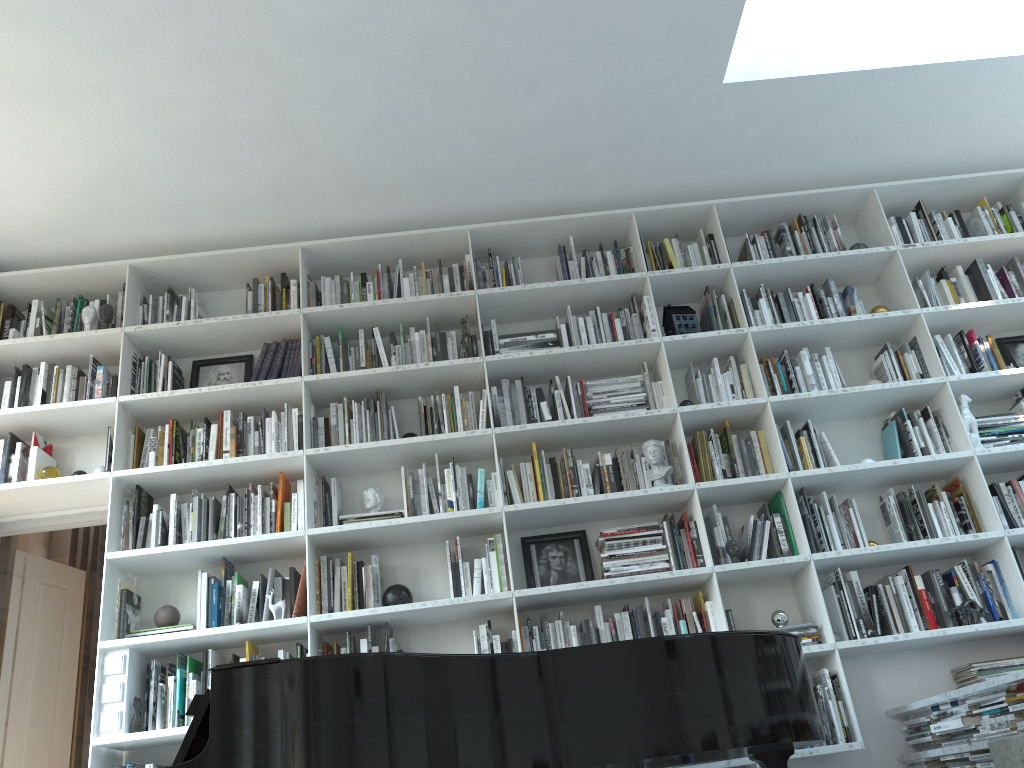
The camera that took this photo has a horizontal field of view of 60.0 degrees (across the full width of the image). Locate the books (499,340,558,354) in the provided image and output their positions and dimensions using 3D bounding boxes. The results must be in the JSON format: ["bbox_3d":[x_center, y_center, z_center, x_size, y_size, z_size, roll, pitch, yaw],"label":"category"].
[{"bbox_3d":[0.087,-0.147,4.366,0.285,0.024,0.160,-9,-26,2],"label":"books"}]

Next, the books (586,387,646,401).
[{"bbox_3d":[0.490,0.071,4.270,0.285,0.012,0.160,-6,-26,-4],"label":"books"}]

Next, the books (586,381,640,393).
[{"bbox_3d":[0.485,0.038,4.288,0.254,0.012,0.161,-6,-26,-3],"label":"books"}]

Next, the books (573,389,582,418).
[{"bbox_3d":[0.310,0.151,4.228,0.024,0.215,0.133,-6,-26,-3],"label":"books"}]

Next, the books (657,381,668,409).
[{"bbox_3d":[0.717,0.113,4.251,0.030,0.204,0.159,-6,-26,-3],"label":"books"}]

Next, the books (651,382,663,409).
[{"bbox_3d":[0.688,0.117,4.243,0.029,0.197,0.172,-6,-26,-3],"label":"books"}]

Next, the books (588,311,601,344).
[{"bbox_3d":[0.414,-0.211,4.418,0.029,0.272,0.141,-6,-26,-3],"label":"books"}]

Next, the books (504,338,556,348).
[{"bbox_3d":[0.084,-0.168,4.379,0.254,0.025,0.161,-5,-26,-7],"label":"books"}]

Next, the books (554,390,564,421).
[{"bbox_3d":[0.226,0.158,4.220,0.024,0.215,0.148,-6,-26,-3],"label":"books"}]

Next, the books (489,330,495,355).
[{"bbox_3d":[-0.092,-0.137,4.367,0.013,0.217,0.142,-6,-26,-3],"label":"books"}]

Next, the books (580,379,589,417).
[{"bbox_3d":[0.342,0.124,4.217,0.013,0.245,0.177,-6,-26,-3],"label":"books"}]

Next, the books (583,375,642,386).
[{"bbox_3d":[0.482,0.014,4.295,0.285,0.012,0.160,-7,-26,-1],"label":"books"}]

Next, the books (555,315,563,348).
[{"bbox_3d":[0.237,-0.192,4.387,0.012,0.253,0.161,-6,-26,-3],"label":"books"}]

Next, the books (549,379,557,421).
[{"bbox_3d":[0.199,0.133,4.239,0.022,0.284,0.131,-6,-26,-3],"label":"books"}]

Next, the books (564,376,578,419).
[{"bbox_3d":[0.285,0.123,4.224,0.021,0.267,0.192,-6,-26,-3],"label":"books"}]

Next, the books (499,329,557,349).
[{"bbox_3d":[0.078,-0.207,4.409,0.285,0.024,0.160,-6,-26,-3],"label":"books"}]

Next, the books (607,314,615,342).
[{"bbox_3d":[0.492,-0.208,4.397,0.010,0.229,0.153,-6,-26,-3],"label":"books"}]

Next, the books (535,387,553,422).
[{"bbox_3d":[0.158,0.154,4.215,0.066,0.235,0.154,-6,-26,-3],"label":"books"}]

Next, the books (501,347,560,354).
[{"bbox_3d":[0.088,-0.128,4.365,0.285,0.012,0.160,-5,-26,-5],"label":"books"}]

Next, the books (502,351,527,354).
[{"bbox_3d":[0.089,-0.118,4.358,0.285,0.012,0.160,-5,-26,-6],"label":"books"}]

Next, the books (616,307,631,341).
[{"bbox_3d":[0.553,-0.228,4.394,0.032,0.247,0.174,-6,-26,-3],"label":"books"}]

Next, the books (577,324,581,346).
[{"bbox_3d":[0.332,-0.175,4.391,0.011,0.203,0.134,-6,-26,-3],"label":"books"}]

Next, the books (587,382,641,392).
[{"bbox_3d":[0.487,0.047,4.279,0.254,0.012,0.161,-7,-26,-1],"label":"books"}]

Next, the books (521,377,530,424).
[{"bbox_3d":[0.066,0.138,4.229,0.011,0.298,0.180,-6,-26,-3],"label":"books"}]

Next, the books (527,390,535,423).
[{"bbox_3d":[0.093,0.167,4.219,0.014,0.232,0.148,-6,-26,-3],"label":"books"}]

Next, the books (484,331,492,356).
[{"bbox_3d":[-0.111,-0.133,4.350,0.027,0.200,0.168,-6,-26,-3],"label":"books"}]

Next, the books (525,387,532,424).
[{"bbox_3d":[0.079,0.160,4.222,0.011,0.250,0.153,-6,-26,-3],"label":"books"}]

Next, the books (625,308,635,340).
[{"bbox_3d":[0.582,-0.230,4.413,0.029,0.260,0.133,-6,-26,-3],"label":"books"}]

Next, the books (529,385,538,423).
[{"bbox_3d":[0.105,0.156,4.220,0.014,0.249,0.173,-6,-26,-3],"label":"books"}]

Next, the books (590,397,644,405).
[{"bbox_3d":[0.496,0.114,4.249,0.254,0.012,0.161,-7,-26,-2],"label":"books"}]

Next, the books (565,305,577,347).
[{"bbox_3d":[0.295,-0.219,4.381,0.011,0.282,0.191,-6,-26,-3],"label":"books"}]

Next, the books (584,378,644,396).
[{"bbox_3d":[0.484,0.022,4.283,0.285,0.012,0.160,-4,-26,-7],"label":"books"}]

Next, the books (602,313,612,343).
[{"bbox_3d":[0.465,-0.208,4.383,0.023,0.222,0.191,-6,-26,-3],"label":"books"}]

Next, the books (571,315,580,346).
[{"bbox_3d":[0.314,-0.193,4.386,0.021,0.236,0.172,-6,-26,-3],"label":"books"}]

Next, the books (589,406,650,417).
[{"bbox_3d":[0.502,0.155,4.224,0.285,0.012,0.160,-5,-26,-6],"label":"books"}]

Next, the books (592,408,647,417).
[{"bbox_3d":[0.504,0.167,4.223,0.254,0.012,0.161,-6,-26,-4],"label":"books"}]

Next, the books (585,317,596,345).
[{"bbox_3d":[0.389,-0.193,4.387,0.028,0.218,0.184,-6,-26,-3],"label":"books"}]

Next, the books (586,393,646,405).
[{"bbox_3d":[0.495,0.101,4.250,0.285,0.012,0.160,-8,-26,0],"label":"books"}]

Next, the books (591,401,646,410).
[{"bbox_3d":[0.499,0.134,4.237,0.254,0.012,0.161,-5,-26,-5],"label":"books"}]

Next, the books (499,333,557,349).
[{"bbox_3d":[0.081,-0.188,4.394,0.285,0.024,0.160,-7,-26,-1],"label":"books"}]

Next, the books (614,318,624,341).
[{"bbox_3d":[0.526,-0.198,4.380,0.029,0.187,0.176,-6,-26,-3],"label":"books"}]

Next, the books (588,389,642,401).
[{"bbox_3d":[0.492,0.080,4.263,0.254,0.012,0.161,-7,-26,-1],"label":"books"}]

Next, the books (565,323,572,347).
[{"bbox_3d":[0.281,-0.172,4.404,0.024,0.222,0.129,-6,-26,-3],"label":"books"}]

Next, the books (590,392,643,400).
[{"bbox_3d":[0.493,0.090,4.255,0.254,0.012,0.161,-5,-26,-6],"label":"books"}]

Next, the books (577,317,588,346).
[{"bbox_3d":[0.349,-0.189,4.382,0.027,0.215,0.191,-6,-26,-3],"label":"books"}]

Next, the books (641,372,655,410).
[{"bbox_3d":[0.652,0.090,4.242,0.012,0.253,0.161,-6,-26,-3],"label":"books"}]

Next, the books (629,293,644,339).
[{"bbox_3d":[0.627,-0.270,4.426,0.012,0.332,0.156,-6,-26,-3],"label":"books"}]

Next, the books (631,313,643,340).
[{"bbox_3d":[0.614,-0.214,4.389,0.029,0.201,0.192,-6,-26,-3],"label":"books"}]

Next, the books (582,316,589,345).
[{"bbox_3d":[0.367,-0.198,4.400,0.012,0.243,0.132,-6,-26,-3],"label":"books"}]

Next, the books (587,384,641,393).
[{"bbox_3d":[0.489,0.056,4.267,0.254,0.012,0.161,-9,-26,2],"label":"books"}]

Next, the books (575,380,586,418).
[{"bbox_3d":[0.328,0.132,4.227,0.015,0.243,0.184,-6,-26,-3],"label":"books"}]

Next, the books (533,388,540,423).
[{"bbox_3d":[0.119,0.160,4.219,0.011,0.238,0.148,-6,-26,-3],"label":"books"}]

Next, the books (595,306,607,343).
[{"bbox_3d":[0.439,-0.222,4.400,0.023,0.268,0.185,-6,-26,-3],"label":"books"}]

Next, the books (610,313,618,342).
[{"bbox_3d":[0.504,-0.213,4.392,0.012,0.229,0.159,-6,-26,-3],"label":"books"}]

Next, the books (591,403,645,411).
[{"bbox_3d":[0.501,0.145,4.231,0.254,0.012,0.161,-7,-26,-1],"label":"books"}]

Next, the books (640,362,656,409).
[{"bbox_3d":[0.660,0.067,4.271,0.012,0.317,0.140,-6,-26,-3],"label":"books"}]

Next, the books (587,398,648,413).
[{"bbox_3d":[0.498,0.125,4.244,0.285,0.012,0.160,-7,-26,-2],"label":"books"}]

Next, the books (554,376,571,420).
[{"bbox_3d":[0.248,0.123,4.240,0.049,0.290,0.163,-6,-26,-3],"label":"books"}]

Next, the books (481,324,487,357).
[{"bbox_3d":[-0.134,-0.145,4.379,0.012,0.253,0.161,-6,-26,-3],"label":"books"}]

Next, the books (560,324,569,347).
[{"bbox_3d":[0.259,-0.166,4.369,0.025,0.186,0.194,-6,-26,-3],"label":"books"}]
